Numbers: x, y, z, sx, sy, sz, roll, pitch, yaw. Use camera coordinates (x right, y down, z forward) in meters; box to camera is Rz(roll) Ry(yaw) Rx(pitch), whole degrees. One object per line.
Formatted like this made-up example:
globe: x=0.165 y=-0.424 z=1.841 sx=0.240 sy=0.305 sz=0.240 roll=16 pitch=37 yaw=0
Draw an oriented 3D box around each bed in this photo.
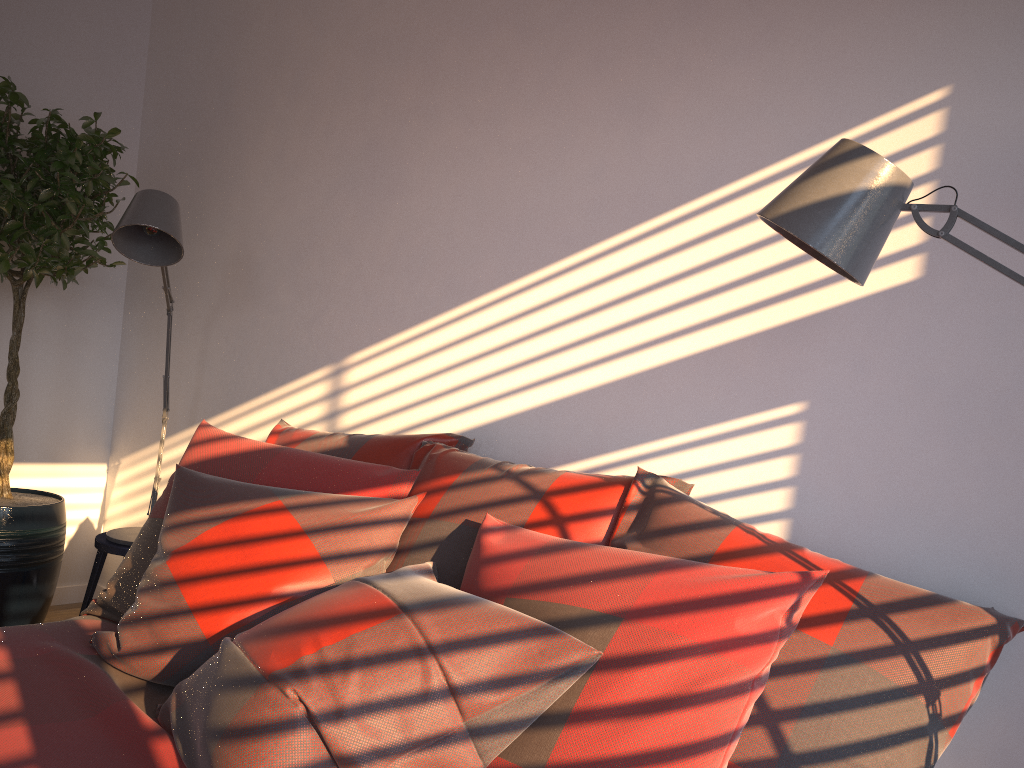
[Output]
bed: x=-0.702 y=0.724 z=1.372 sx=2.028 sy=0.772 sz=2.318 roll=7 pitch=1 yaw=40

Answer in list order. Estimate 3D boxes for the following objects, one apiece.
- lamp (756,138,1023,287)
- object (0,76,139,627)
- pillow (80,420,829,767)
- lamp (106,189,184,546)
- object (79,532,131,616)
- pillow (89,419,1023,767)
lamp: x=0.690 y=0.226 z=1.254 sx=0.785 sy=1.130 sz=0.279 roll=8 pitch=4 yaw=32
object: x=-1.864 y=-0.055 z=3.206 sx=0.809 sy=2.025 sz=0.802 roll=10 pitch=4 yaw=44
pillow: x=-0.304 y=0.452 z=1.894 sx=1.807 sy=0.553 sz=0.529 roll=7 pitch=2 yaw=41
lamp: x=-1.173 y=-0.008 z=2.841 sx=0.279 sy=1.130 sz=0.785 roll=6 pitch=2 yaw=-9
object: x=-1.313 y=0.784 z=3.133 sx=0.337 sy=0.481 sz=0.342 roll=9 pitch=3 yaw=40
pillow: x=-0.268 y=0.485 z=1.818 sx=2.133 sy=0.735 sz=1.146 roll=7 pitch=1 yaw=38
